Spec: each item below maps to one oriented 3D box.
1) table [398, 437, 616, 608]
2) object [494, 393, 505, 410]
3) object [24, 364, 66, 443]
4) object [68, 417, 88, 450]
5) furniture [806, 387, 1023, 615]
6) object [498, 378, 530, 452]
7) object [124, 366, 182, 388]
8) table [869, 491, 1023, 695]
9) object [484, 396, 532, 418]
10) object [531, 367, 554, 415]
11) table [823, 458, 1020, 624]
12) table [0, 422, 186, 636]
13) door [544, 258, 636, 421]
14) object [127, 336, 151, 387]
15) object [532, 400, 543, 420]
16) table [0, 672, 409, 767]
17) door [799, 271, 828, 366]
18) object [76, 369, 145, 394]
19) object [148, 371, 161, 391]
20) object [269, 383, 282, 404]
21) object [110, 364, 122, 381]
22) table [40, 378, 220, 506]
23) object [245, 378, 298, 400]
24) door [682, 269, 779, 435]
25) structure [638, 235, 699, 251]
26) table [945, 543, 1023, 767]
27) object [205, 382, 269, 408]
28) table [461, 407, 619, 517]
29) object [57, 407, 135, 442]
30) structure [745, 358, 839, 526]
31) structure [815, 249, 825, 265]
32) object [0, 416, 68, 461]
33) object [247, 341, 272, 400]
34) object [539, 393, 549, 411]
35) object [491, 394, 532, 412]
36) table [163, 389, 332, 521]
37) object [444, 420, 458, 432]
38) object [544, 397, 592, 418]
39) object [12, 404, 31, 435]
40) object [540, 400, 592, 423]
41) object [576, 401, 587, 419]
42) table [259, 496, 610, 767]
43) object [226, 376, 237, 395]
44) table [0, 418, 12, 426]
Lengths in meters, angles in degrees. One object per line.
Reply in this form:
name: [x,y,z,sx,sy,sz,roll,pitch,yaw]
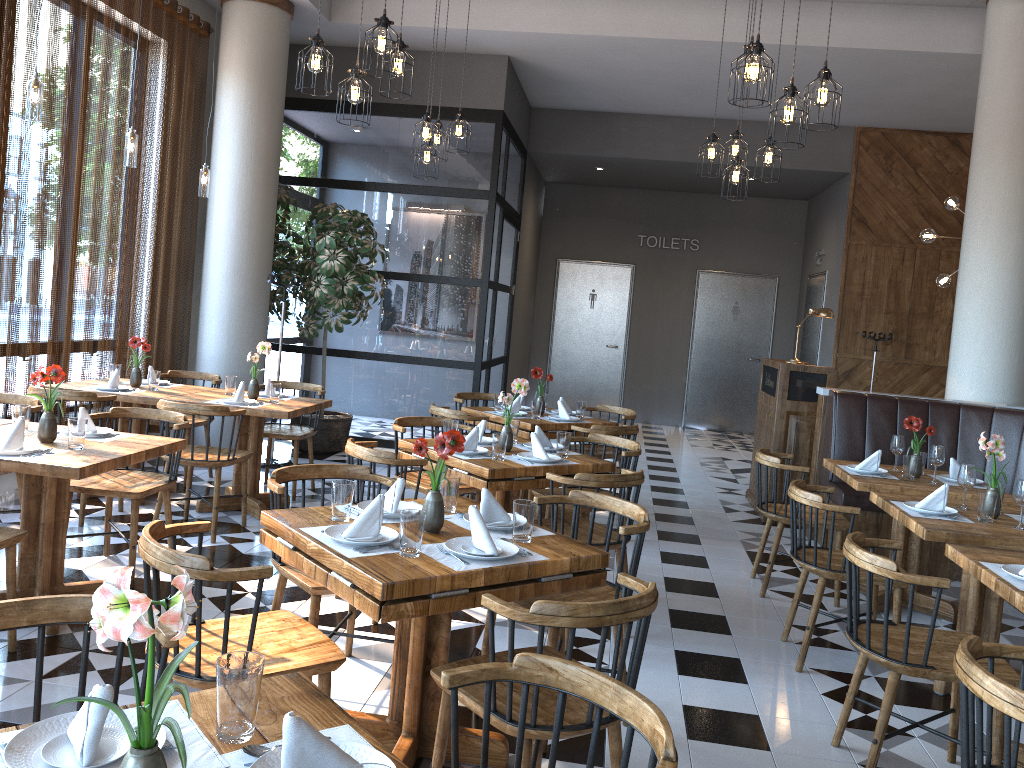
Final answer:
table: [-0.067,0.743,4.834,0.863,0.762,0.867,2,5,-38]
object: [-0.098,0.135,6.718,0.080,0.132,0.080,4,3,-18]
object: [-2.038,0.085,3.869,0.156,0.354,0.171,4,3,-14]
object: [-1.877,0.215,3.822,0.080,0.132,0.080,5,3,-8]
furniture: [2.835,0.916,3.498,1.918,1.148,6.600,6,5,7]
object: [0.004,0.167,4.798,0.146,0.399,0.207,6,3,19]
object: [-2.605,-0.068,6.444,0.352,0.137,0.272,6,4,7]
table: [2.182,1.002,4.118,0.850,0.762,0.852,6,4,7]
object: [0.003,0.158,6.519,0.271,0.137,0.353,2,5,-38]
object: [0.206,0.051,6.711,0.156,0.354,0.171,3,3,-36]
table: [2.323,0.924,5.212,0.850,0.762,0.852,6,4,7]
table: [-2.088,0.636,3.952,0.850,0.762,0.852,6,4,7]
door: [1.172,-0.681,13.510,1.207,2.390,0.114,5,2,7]
object: [-2.614,-0.159,6.210,0.156,0.354,0.171,4,3,-17]
object: [0.176,0.188,6.373,0.080,0.132,0.080,6,3,22]
table: [-0.535,1.000,1.206,0.863,0.762,0.867,2,5,-38]
door: [3.987,-0.303,11.961,0.114,2.390,1.208,5,3,7]
object: [-2.667,-0.030,5.915,0.352,0.137,0.272,6,4,7]
object: [-2.457,-0.022,6.082,0.080,0.132,0.080,6,3,22]
object: [-1.599,0.063,5.973,0.080,0.132,0.080,5,3,-8]
object: [-2.826,-0.074,6.309,0.080,0.132,0.080,6,3,22]
table: [-2.658,0.401,6.196,0.850,0.762,0.852,6,4,7]
object: [-1.727,0.019,6.333,0.352,0.137,0.272,6,4,7]
door: [3.260,-0.473,13.246,1.207,2.390,0.114,5,2,7]
structure: [2.348,-2.121,13.327,0.916,0.165,0.035,6,2,7]
table: [2.042,1.078,3.037,0.850,0.762,0.852,6,4,7]
object: [-1.789,0.057,5.804,0.352,0.137,0.272,6,4,7]
table: [0.174,0.611,6.697,0.863,0.762,0.867,2,5,-38]
object: [-2.004,0.171,4.190,0.352,0.137,0.272,6,4,7]
structure: [2.474,0.468,7.646,0.645,1.298,1.047,5,3,7]
structure: [4.122,-1.694,11.860,0.025,0.196,0.566,5,4,7]
object: [-2.066,0.209,3.661,0.352,0.137,0.272,6,4,7]
object: [-1.736,-0.092,6.071,0.146,0.399,0.207,5,3,0]
object: [0.244,0.143,6.985,0.080,0.132,0.080,7,3,32]
object: [0.045,0.131,6.894,0.352,0.137,0.273,2,5,-38]
table: [-1.812,0.484,6.089,0.850,0.762,0.852,6,4,7]
object: [-0.339,0.267,4.851,0.080,0.132,0.080,6,3,22]
object: [0.420,0.168,6.850,0.271,0.137,0.353,2,5,-38]
object: [-2.246,0.164,4.049,0.080,0.132,0.080,5,3,-8]
object: [0.378,0.195,6.475,0.352,0.137,0.273,2,5,-38]
object: [0.516,0.195,6.653,0.080,0.132,0.080,7,3,32]
table: [-0.305,0.873,2.990,0.863,0.762,0.867,2,5,-38]
object: [-1.968,0.011,6.201,0.080,0.132,0.080,5,3,-8]
table: [-2.934,0.552,4.058,0.850,0.762,0.852,6,4,7]
